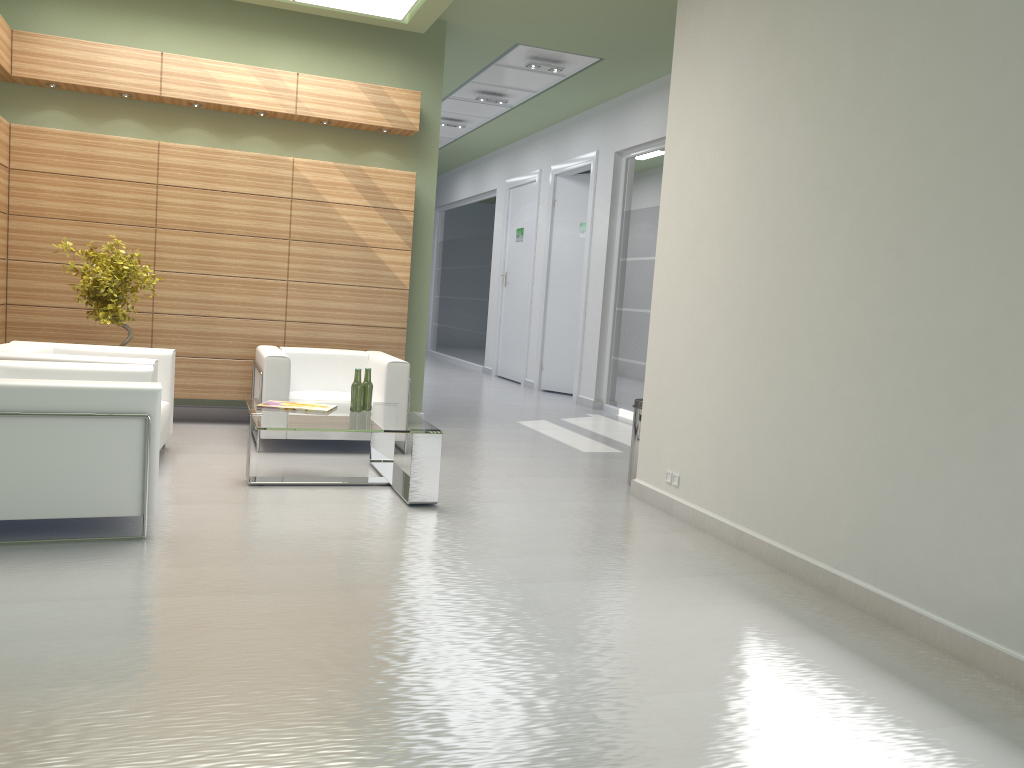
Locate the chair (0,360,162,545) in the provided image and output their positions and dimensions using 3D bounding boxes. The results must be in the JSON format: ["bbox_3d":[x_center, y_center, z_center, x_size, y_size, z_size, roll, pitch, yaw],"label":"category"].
[{"bbox_3d":[-3.954,0.493,7.483,1.802,1.234,1.894,2,6,-24],"label":"chair"}]

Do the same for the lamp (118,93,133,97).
[{"bbox_3d":[-5.292,-3.979,12.148,0.181,0.074,0.181,2,6,-25],"label":"lamp"}]

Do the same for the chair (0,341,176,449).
[{"bbox_3d":[-4.701,0.238,9.669,1.769,1.234,1.894,3,5,-15],"label":"chair"}]

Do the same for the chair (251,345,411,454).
[{"bbox_3d":[-2.486,0.189,11.975,1.894,1.234,1.802,2,6,-20],"label":"chair"}]

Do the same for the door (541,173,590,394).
[{"bbox_3d":[1.693,-2.279,20.469,2.089,5.083,0.134,9,7,40],"label":"door"}]

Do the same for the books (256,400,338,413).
[{"bbox_3d":[-2.336,0.245,9.672,0.762,0.025,0.508,4,5,0],"label":"books"}]

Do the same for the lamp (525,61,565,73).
[{"bbox_3d":[0.583,-5.668,15.733,0.657,0.159,0.286,2,6,-20],"label":"lamp"}]

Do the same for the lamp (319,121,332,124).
[{"bbox_3d":[-2.745,-3.875,13.051,0.181,0.074,0.181,7,6,31],"label":"lamp"}]

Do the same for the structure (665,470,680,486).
[{"bbox_3d":[1.674,0.984,9.256,0.017,0.118,0.262,2,6,-20],"label":"structure"}]

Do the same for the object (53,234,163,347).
[{"bbox_3d":[-5.149,-0.610,11.155,1.116,2.565,1.201,8,7,38],"label":"object"}]

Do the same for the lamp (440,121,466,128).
[{"bbox_3d":[-1.465,-6.355,21.588,0.657,0.159,0.286,2,6,-20],"label":"lamp"}]

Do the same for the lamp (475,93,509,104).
[{"bbox_3d":[-0.419,-6.004,18.597,0.657,0.159,0.286,2,6,-20],"label":"lamp"}]

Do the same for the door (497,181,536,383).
[{"bbox_3d":[0.089,-2.655,23.281,0.250,5.083,2.089,2,6,-20],"label":"door"}]

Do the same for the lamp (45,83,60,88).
[{"bbox_3d":[-6.138,-4.014,11.847,0.181,0.074,0.181,2,6,-25],"label":"lamp"}]

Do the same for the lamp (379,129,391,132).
[{"bbox_3d":[-1.912,-3.841,13.346,0.181,0.074,0.181,2,6,-25],"label":"lamp"}]

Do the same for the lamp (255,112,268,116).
[{"bbox_3d":[-3.596,-3.910,12.749,0.181,0.074,0.181,2,6,-25],"label":"lamp"}]

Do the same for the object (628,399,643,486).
[{"bbox_3d":[1.652,0.711,10.639,0.482,1.027,0.483,9,7,41],"label":"object"}]

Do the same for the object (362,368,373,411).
[{"bbox_3d":[-1.603,0.060,9.800,0.131,0.475,0.131,8,6,35],"label":"object"}]

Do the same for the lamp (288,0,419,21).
[{"bbox_3d":[-2.873,-5.159,9.521,4.571,0.325,5.060,2,6,-20],"label":"lamp"}]

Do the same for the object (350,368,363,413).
[{"bbox_3d":[-1.685,0.069,9.643,0.131,0.475,0.131,8,6,35],"label":"object"}]

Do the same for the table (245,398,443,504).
[{"bbox_3d":[-1.903,0.680,9.500,1.783,0.742,2.197,2,6,-20],"label":"table"}]

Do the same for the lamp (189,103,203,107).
[{"bbox_3d":[-4.435,-3.944,12.451,0.181,0.074,0.181,7,6,31],"label":"lamp"}]
